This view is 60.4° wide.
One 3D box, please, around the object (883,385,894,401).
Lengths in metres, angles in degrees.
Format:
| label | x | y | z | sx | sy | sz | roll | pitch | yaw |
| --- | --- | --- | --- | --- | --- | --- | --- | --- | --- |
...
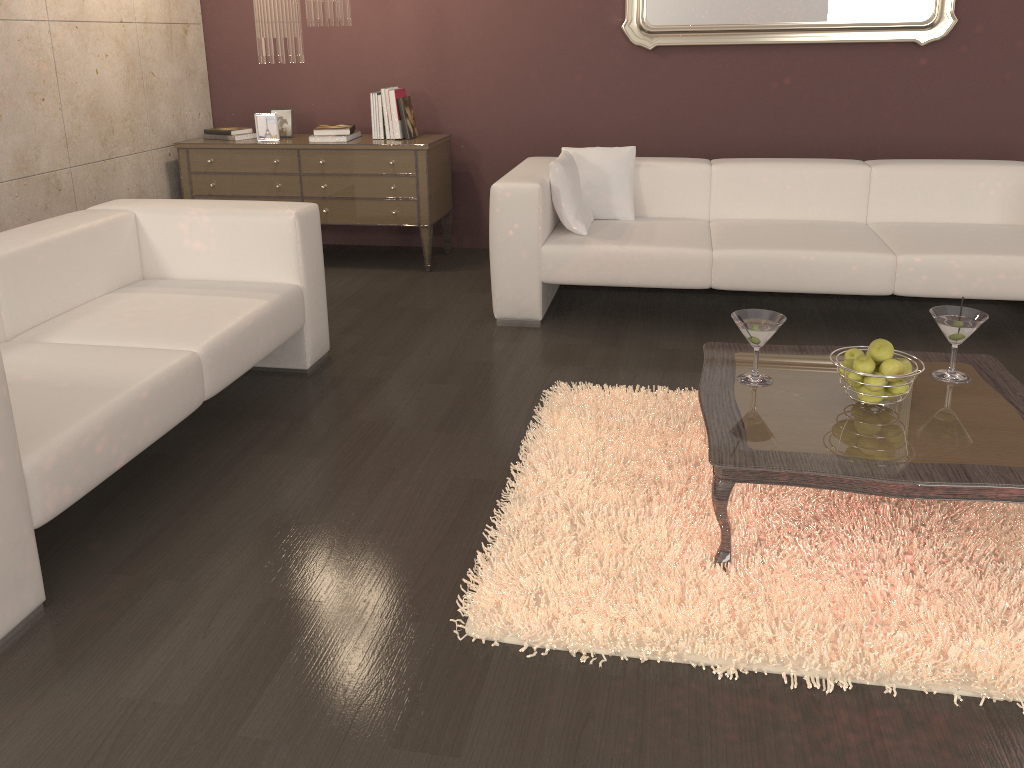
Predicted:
| label | x | y | z | sx | sy | sz | roll | pitch | yaw |
| --- | --- | --- | --- | --- | --- | --- | --- | --- | --- |
| object | 0.999 | 0.024 | 2.348 | 0.044 | 0.042 | 0.044 | 4 | 19 | 14 |

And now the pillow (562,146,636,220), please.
| label | x | y | z | sx | sy | sz | roll | pitch | yaw |
| --- | --- | --- | --- | --- | --- | --- | --- | --- | --- |
| pillow | 0.433 | -1.013 | 4.444 | 0.376 | 0.350 | 0.175 | 2 | 17 | 9 |

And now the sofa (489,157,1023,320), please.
| label | x | y | z | sx | sy | sz | roll | pitch | yaw |
| --- | --- | --- | --- | --- | --- | --- | --- | --- | --- |
| sofa | 1.331 | -0.700 | 4.196 | 2.784 | 0.631 | 0.976 | 3 | 20 | 11 |

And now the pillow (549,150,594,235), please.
| label | x | y | z | sx | sy | sz | roll | pitch | yaw |
| --- | --- | --- | --- | --- | --- | --- | --- | --- | --- |
| pillow | 0.285 | -0.917 | 4.209 | 0.186 | 0.347 | 0.389 | 2 | 19 | 9 |

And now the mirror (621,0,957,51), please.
| label | x | y | z | sx | sy | sz | roll | pitch | yaw |
| --- | --- | --- | --- | --- | --- | --- | --- | --- | --- |
| mirror | 1.494 | -2.248 | 4.789 | 1.784 | 0.799 | 0.048 | 3 | 16 | 11 |

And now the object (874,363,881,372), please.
| label | x | y | z | sx | sy | sz | roll | pitch | yaw |
| --- | --- | --- | --- | --- | --- | --- | --- | --- | --- |
| object | 1.000 | -0.041 | 2.384 | 0.061 | 0.060 | 0.063 | -9 | 20 | -23 |

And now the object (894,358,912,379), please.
| label | x | y | z | sx | sy | sz | roll | pitch | yaw |
| --- | --- | --- | --- | --- | --- | --- | --- | --- | --- |
| object | 1.027 | -0.040 | 2.335 | 0.062 | 0.053 | 0.063 | 0 | 19 | 4 |

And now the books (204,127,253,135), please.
| label | x | y | z | sx | sy | sz | roll | pitch | yaw |
| --- | --- | --- | --- | --- | --- | --- | --- | --- | --- |
| books | -1.695 | -1.513 | 5.264 | 0.234 | 0.026 | 0.174 | 12 | 25 | 29 |

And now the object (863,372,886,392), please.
| label | x | y | z | sx | sy | sz | roll | pitch | yaw |
| --- | --- | --- | --- | --- | --- | --- | --- | --- | --- |
| object | 0.938 | -0.005 | 2.278 | 0.053 | 0.049 | 0.055 | 4 | 20 | 15 |

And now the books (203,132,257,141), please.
| label | x | y | z | sx | sy | sz | roll | pitch | yaw |
| --- | --- | --- | --- | --- | --- | --- | --- | --- | --- |
| books | -1.685 | -1.493 | 5.291 | 0.277 | 0.031 | 0.206 | 12 | 25 | 29 |

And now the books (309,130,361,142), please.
| label | x | y | z | sx | sy | sz | roll | pitch | yaw |
| --- | --- | --- | --- | --- | --- | --- | --- | --- | --- |
| books | -1.029 | -1.447 | 5.141 | 0.224 | 0.034 | 0.318 | 1 | 22 | 6 |

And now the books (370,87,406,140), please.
| label | x | y | z | sx | sy | sz | roll | pitch | yaw |
| --- | --- | --- | --- | --- | --- | --- | --- | --- | --- |
| books | -0.705 | -1.572 | 5.110 | 0.178 | 0.280 | 0.211 | 2 | 18 | 11 |

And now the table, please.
| label | x | y | z | sx | sy | sz | roll | pitch | yaw |
| --- | --- | --- | --- | --- | --- | --- | --- | --- | --- |
| table | 0.972 | 0.189 | 2.417 | 0.914 | 0.293 | 0.936 | 2 | 21 | 9 |

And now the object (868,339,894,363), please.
| label | x | y | z | sx | sy | sz | roll | pitch | yaw |
| --- | --- | --- | --- | --- | --- | --- | --- | --- | --- |
| object | 0.969 | -0.087 | 2.312 | 0.062 | 0.062 | 0.064 | 3 | 19 | 11 |

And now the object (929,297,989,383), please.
| label | x | y | z | sx | sy | sz | roll | pitch | yaw |
| --- | --- | --- | --- | --- | --- | --- | --- | --- | --- |
| object | 1.263 | -0.122 | 2.509 | 0.151 | 0.210 | 0.156 | -5 | 18 | -13 |

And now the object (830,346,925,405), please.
| label | x | y | z | sx | sy | sz | roll | pitch | yaw |
| --- | --- | --- | --- | --- | --- | --- | --- | --- | --- |
| object | 0.965 | -0.006 | 2.343 | 0.236 | 0.115 | 0.239 | -14 | 24 | -31 |

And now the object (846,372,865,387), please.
| label | x | y | z | sx | sy | sz | roll | pitch | yaw |
| --- | --- | --- | --- | --- | --- | --- | --- | --- | --- |
| object | 0.902 | -0.014 | 2.313 | 0.045 | 0.044 | 0.046 | 0 | 19 | 3 |

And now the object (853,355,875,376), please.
| label | x | y | z | sx | sy | sz | roll | pitch | yaw |
| --- | --- | --- | --- | --- | --- | --- | --- | --- | --- |
| object | 0.912 | -0.046 | 2.283 | 0.053 | 0.050 | 0.055 | 3 | 19 | 11 |

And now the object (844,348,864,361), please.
| label | x | y | z | sx | sy | sz | roll | pitch | yaw |
| --- | --- | --- | --- | --- | --- | --- | --- | --- | --- |
| object | 0.932 | -0.069 | 2.395 | 0.054 | 0.053 | 0.055 | -10 | 21 | -25 |

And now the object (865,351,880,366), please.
| label | x | y | z | sx | sy | sz | roll | pitch | yaw |
| --- | --- | --- | --- | --- | --- | --- | --- | --- | --- |
| object | 0.972 | -0.073 | 2.365 | 0.046 | 0.048 | 0.051 | 8 | 21 | 24 |

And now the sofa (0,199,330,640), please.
| label | x | y | z | sx | sy | sz | roll | pitch | yaw |
| --- | --- | --- | --- | --- | --- | --- | --- | --- | --- |
| sofa | -1.403 | -0.102 | 2.798 | 0.944 | 0.630 | 2.097 | 3 | 21 | 10 |

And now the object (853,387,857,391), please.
| label | x | y | z | sx | sy | sz | roll | pitch | yaw |
| --- | --- | --- | --- | --- | --- | --- | --- | --- | --- |
| object | 0.953 | 0.004 | 2.385 | 0.055 | 0.053 | 0.056 | 7 | 20 | 21 |

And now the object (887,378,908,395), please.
| label | x | y | z | sx | sy | sz | roll | pitch | yaw |
| --- | --- | --- | --- | --- | --- | --- | --- | --- | --- |
| object | 1.008 | 0.007 | 2.302 | 0.051 | 0.046 | 0.053 | 1 | 19 | 6 |

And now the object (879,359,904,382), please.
| label | x | y | z | sx | sy | sz | roll | pitch | yaw |
| --- | --- | --- | --- | --- | --- | --- | --- | --- | --- |
| object | 0.986 | -0.035 | 2.285 | 0.063 | 0.059 | 0.058 | -8 | 20 | -18 |

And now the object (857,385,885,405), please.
| label | x | y | z | sx | sy | sz | roll | pitch | yaw |
| --- | --- | --- | --- | --- | --- | --- | --- | --- | --- |
| object | 0.946 | 0.022 | 2.322 | 0.068 | 0.061 | 0.071 | -13 | 23 | -32 |

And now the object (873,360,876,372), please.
| label | x | y | z | sx | sy | sz | roll | pitch | yaw |
| --- | --- | --- | --- | --- | --- | --- | --- | --- | --- |
| object | 0.936 | -0.048 | 2.322 | 0.045 | 0.042 | 0.047 | -7 | 20 | -17 |

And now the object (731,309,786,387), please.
| label | x | y | z | sx | sy | sz | roll | pitch | yaw |
| --- | --- | --- | --- | --- | --- | --- | --- | --- | --- |
| object | 0.698 | -0.113 | 2.511 | 0.151 | 0.210 | 0.156 | 0 | 18 | 4 |

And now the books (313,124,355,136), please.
| label | x | y | z | sx | sy | sz | roll | pitch | yaw |
| --- | --- | --- | --- | --- | --- | --- | --- | --- | --- |
| books | -1.036 | -1.486 | 5.148 | 0.211 | 0.033 | 0.299 | -2 | 21 | -3 |

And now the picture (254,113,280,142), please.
| label | x | y | z | sx | sy | sz | roll | pitch | yaw |
| --- | --- | --- | --- | --- | --- | --- | --- | --- | --- |
| picture | -1.421 | -1.490 | 5.109 | 0.128 | 0.152 | 0.052 | -7 | 18 | -18 |

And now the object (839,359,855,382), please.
| label | x | y | z | sx | sy | sz | roll | pitch | yaw |
| --- | --- | --- | --- | --- | --- | --- | --- | --- | --- |
| object | 0.911 | -0.034 | 2.358 | 0.066 | 0.064 | 0.067 | -8 | 20 | -21 |

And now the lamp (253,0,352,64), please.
| label | x | y | z | sx | sy | sz | roll | pitch | yaw |
| --- | --- | --- | --- | --- | --- | --- | --- | --- | --- |
| lamp | -1.019 | -2.957 | 4.109 | 0.491 | 2.746 | 0.492 | -15 | 21 | -40 |

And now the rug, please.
| label | x | y | z | sx | sy | sz | roll | pitch | yaw |
| --- | --- | --- | --- | --- | --- | --- | --- | --- | --- |
| rug | 0.956 | 0.330 | 2.444 | 1.999 | 0.065 | 1.562 | 3 | 22 | 10 |

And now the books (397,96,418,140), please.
| label | x | y | z | sx | sy | sz | roll | pitch | yaw |
| --- | --- | --- | --- | --- | --- | --- | --- | --- | --- |
| books | -0.604 | -1.541 | 5.095 | 0.068 | 0.230 | 0.178 | 2 | 18 | 11 |

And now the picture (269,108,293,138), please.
| label | x | y | z | sx | sy | sz | roll | pitch | yaw |
| --- | --- | --- | --- | --- | --- | --- | --- | --- | --- |
| picture | -1.380 | -1.561 | 5.268 | 0.141 | 0.166 | 0.080 | -2 | 17 | -4 |

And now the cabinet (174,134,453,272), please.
| label | x | y | z | sx | sy | sz | roll | pitch | yaw |
| --- | --- | --- | --- | --- | --- | --- | --- | --- | --- |
| cabinet | -1.153 | -1.102 | 5.278 | 1.529 | 0.707 | 0.549 | 3 | 18 | 11 |
